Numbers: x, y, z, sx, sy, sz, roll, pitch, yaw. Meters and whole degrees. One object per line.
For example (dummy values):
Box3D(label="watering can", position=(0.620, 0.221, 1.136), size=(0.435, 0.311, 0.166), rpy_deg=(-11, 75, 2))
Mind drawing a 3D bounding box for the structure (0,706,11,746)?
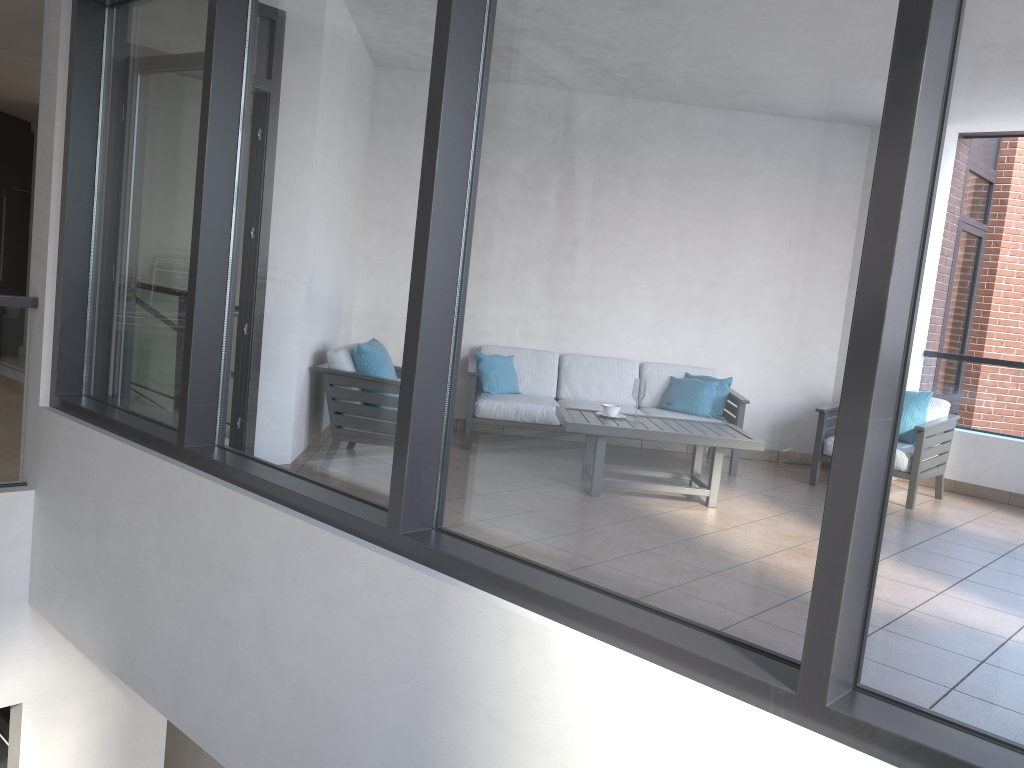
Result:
Box3D(label="structure", position=(-2.920, 1.870, 5.317), size=(0.898, 0.998, 0.407), rpy_deg=(11, 8, 41))

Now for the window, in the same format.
Box3D(label="window", position=(-0.152, -0.711, 2.451), size=(5.002, 2.402, 0.170), rpy_deg=(11, 8, 41))
